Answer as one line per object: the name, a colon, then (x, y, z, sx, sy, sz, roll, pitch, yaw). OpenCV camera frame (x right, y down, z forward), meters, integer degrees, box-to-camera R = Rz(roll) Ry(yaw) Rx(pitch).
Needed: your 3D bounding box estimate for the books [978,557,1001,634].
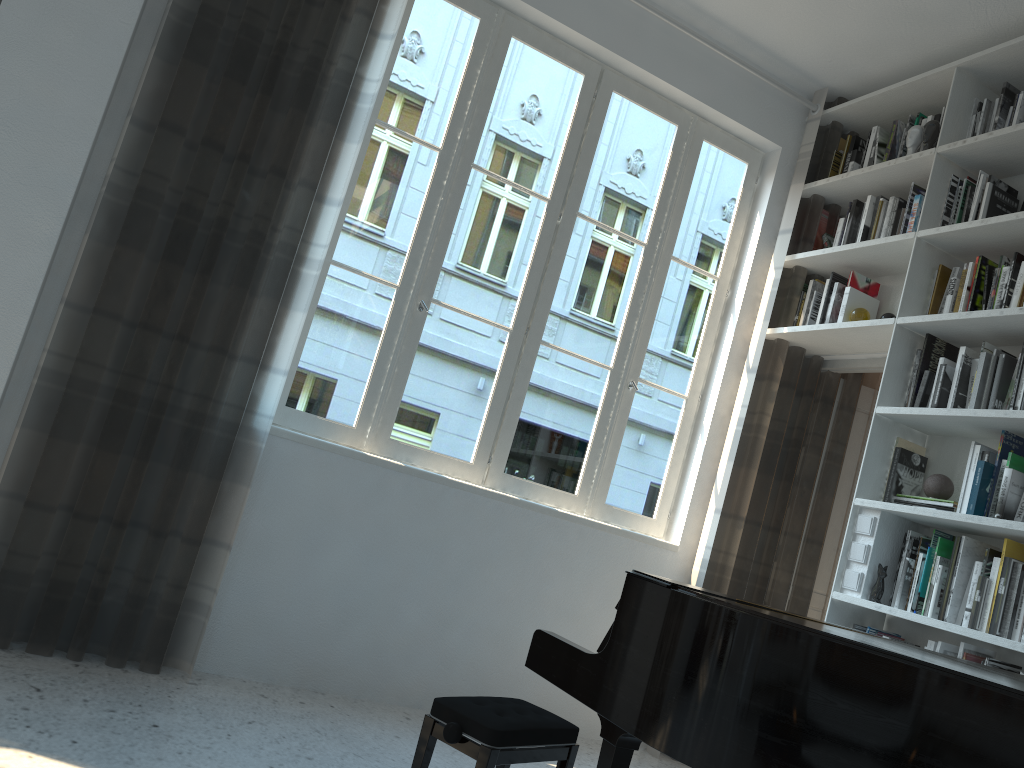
books: (1.664, 0.728, 2.985, 0.176, 0.254, 0.026, 19, -8, -24)

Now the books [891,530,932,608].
books: (1.516, 0.711, 3.322, 0.171, 0.294, 0.014, 19, -8, -24)

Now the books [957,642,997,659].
books: (1.539, 1.046, 2.987, 0.171, 0.325, 0.014, 19, -8, -24)

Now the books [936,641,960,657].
books: (1.498, 1.056, 3.076, 0.172, 0.307, 0.039, 19, -8, -24)

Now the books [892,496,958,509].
books: (1.596, 0.461, 3.334, 0.159, 0.012, 0.285, 19, -8, -20)

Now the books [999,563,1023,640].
books: (1.689, 0.728, 2.915, 0.159, 0.248, 0.028, 19, -8, -24)

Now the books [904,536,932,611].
books: (1.534, 0.716, 3.265, 0.164, 0.279, 0.008, 19, -8, -24)

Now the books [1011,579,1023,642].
books: (1.711, 0.742, 2.896, 0.153, 0.229, 0.025, 19, -8, -24)

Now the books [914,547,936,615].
books: (1.542, 0.728, 3.205, 0.185, 0.244, 0.009, 19, -8, -24)

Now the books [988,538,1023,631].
books: (1.680, 0.694, 2.969, 0.172, 0.322, 0.021, 19, -8, -24)

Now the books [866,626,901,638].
books: (1.362, 1.067, 3.353, 0.172, 0.283, 0.052, 19, -8, -24)

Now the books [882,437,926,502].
books: (1.554, 0.370, 3.516, 0.160, 0.284, 0.012, 19, -8, -24)

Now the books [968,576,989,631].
books: (1.633, 0.759, 3.001, 0.190, 0.181, 0.029, 19, -8, -24)

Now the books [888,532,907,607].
books: (1.511, 0.718, 3.350, 0.160, 0.284, 0.008, 19, -8, -24)

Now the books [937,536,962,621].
books: (1.595, 0.702, 3.117, 0.180, 0.300, 0.019, 19, -8, -24)

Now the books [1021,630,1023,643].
books: (1.724, 0.719, 2.839, 0.185, 0.265, 0.021, 19, -8, -24)

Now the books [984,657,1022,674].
books: (1.584, 1.061, 2.910, 0.173, 0.300, 0.013, 19, -8, -24)

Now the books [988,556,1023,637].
books: (1.675, 0.721, 2.939, 0.181, 0.260, 0.028, 19, -8, -24)

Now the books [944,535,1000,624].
books: (1.613, 0.703, 3.108, 0.189, 0.306, 0.012, 19, -8, -24)

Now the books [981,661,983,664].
books: (1.581, 1.074, 2.948, 0.139, 0.283, 0.013, 19, -8, -24)

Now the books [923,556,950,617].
books: (1.562, 0.742, 3.166, 0.190, 0.218, 0.015, 19, -8, -24)

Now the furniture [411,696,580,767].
furniture: (-0.050, 1.046, 2.400, 0.239, 0.353, 0.468, 10, -10, 40)

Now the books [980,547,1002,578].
books: (1.646, 0.714, 3.030, 0.150, 0.281, 0.014, 19, -8, -24)

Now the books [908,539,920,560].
books: (1.516, 0.722, 3.286, 0.177, 0.263, 0.007, 19, -8, -24)

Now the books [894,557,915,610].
books: (1.498, 0.752, 3.263, 0.193, 0.189, 0.019, 19, -8, -24)

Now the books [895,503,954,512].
books: (1.596, 0.487, 3.334, 0.161, 0.012, 0.254, 19, -8, -23)

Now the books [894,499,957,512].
books: (1.595, 0.474, 3.333, 0.161, 0.012, 0.254, 20, -9, -27)

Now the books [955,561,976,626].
books: (1.630, 0.744, 3.085, 0.138, 0.230, 0.045, 19, -8, -24)

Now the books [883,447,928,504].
books: (1.548, 0.387, 3.491, 0.157, 0.242, 0.028, 19, -8, -24)

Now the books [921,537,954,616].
books: (1.561, 0.708, 3.178, 0.182, 0.286, 0.007, 19, -8, -24)

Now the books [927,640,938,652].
books: (1.493, 1.065, 3.123, 0.142, 0.299, 0.027, 19, -8, -24)

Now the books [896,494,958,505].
books: (1.606, 0.452, 3.338, 0.161, 0.012, 0.254, 19, -8, -23)

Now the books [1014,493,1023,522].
books: (1.785, 0.402, 3.004, 0.143, 0.214, 0.056, 19, -8, -24)

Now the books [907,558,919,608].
books: (1.535, 0.747, 3.254, 0.176, 0.218, 0.015, 19, -8, -24)

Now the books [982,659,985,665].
books: (1.579, 1.067, 2.927, 0.137, 0.290, 0.022, 19, -8, -24)

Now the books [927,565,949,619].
books: (1.561, 0.755, 3.148, 0.184, 0.188, 0.016, 19, -8, -24)

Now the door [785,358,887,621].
door: (1.721, 0.946, 4.083, 0.787, 1.978, 0.834, 19, -8, -24)

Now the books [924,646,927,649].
books: (1.487, 1.080, 3.143, 0.146, 0.273, 0.013, 19, -8, -24)

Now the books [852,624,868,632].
books: (1.340, 1.068, 3.378, 0.189, 0.276, 0.011, 19, -8, -24)

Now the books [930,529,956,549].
books: (1.556, 0.700, 3.235, 0.145, 0.314, 0.006, 19, -8, -24)

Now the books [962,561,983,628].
books: (1.631, 0.739, 3.046, 0.159, 0.229, 0.027, 19, -8, -24)

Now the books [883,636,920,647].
books: (1.405, 1.077, 3.266, 0.172, 0.266, 0.029, 19, -8, -24)

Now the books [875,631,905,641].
books: (1.391, 1.078, 3.333, 0.150, 0.273, 0.010, 19, -8, -24)

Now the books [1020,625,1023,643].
books: (1.719, 0.759, 2.873, 0.140, 0.194, 0.023, 19, -8, -24)

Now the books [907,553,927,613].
books: (1.531, 0.744, 3.235, 0.180, 0.216, 0.015, 19, -8, -24)

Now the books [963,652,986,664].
books: (1.547, 1.063, 2.977, 0.176, 0.295, 0.012, 19, -8, -24)

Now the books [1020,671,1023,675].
books: (1.638, 1.070, 2.817, 0.131, 0.287, 0.025, 19, -8, -24)
